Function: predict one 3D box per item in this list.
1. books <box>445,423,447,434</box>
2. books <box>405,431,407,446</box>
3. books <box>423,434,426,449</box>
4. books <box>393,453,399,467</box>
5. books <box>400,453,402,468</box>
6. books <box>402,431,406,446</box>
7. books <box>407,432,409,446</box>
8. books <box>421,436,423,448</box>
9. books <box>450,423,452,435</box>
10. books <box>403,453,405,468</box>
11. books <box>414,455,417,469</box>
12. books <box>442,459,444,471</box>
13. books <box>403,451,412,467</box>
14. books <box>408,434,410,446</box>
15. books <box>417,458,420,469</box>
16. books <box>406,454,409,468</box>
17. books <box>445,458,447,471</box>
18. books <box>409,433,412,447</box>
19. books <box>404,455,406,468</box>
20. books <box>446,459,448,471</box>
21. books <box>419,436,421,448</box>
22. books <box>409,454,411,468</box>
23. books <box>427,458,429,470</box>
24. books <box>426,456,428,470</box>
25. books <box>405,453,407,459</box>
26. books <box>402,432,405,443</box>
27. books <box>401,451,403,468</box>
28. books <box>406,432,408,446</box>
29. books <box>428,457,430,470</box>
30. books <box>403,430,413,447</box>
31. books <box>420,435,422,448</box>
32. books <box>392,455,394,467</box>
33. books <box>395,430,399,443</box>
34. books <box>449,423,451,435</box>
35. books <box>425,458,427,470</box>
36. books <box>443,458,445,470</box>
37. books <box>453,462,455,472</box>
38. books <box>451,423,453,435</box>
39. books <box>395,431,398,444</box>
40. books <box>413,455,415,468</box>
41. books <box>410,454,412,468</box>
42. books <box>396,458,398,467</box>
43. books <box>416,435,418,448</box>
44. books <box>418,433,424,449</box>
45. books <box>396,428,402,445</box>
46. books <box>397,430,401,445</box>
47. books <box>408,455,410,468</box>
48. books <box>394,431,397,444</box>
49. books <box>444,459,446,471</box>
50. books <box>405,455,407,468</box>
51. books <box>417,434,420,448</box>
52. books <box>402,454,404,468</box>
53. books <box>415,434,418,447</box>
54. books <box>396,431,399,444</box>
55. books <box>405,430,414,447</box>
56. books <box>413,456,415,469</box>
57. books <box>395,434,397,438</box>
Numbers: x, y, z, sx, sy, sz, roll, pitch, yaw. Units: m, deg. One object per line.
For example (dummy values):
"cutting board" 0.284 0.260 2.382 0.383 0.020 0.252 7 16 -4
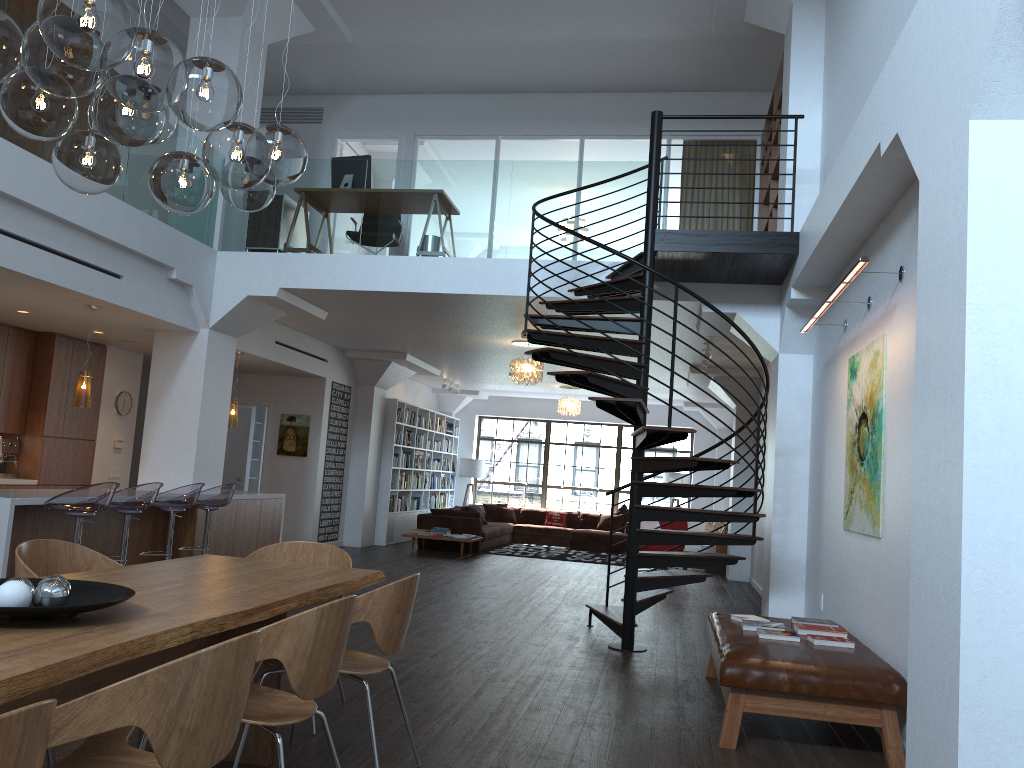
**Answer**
"books" -1.424 0.903 18.095 0.161 0.223 0.033 3 -6 10
"books" -1.929 0.943 15.415 0.180 0.259 0.042 3 -6 10
"books" -1.721 1.064 16.551 0.197 0.283 0.065 3 -6 10
"books" -1.994 1.293 15.025 0.140 0.231 0.042 3 -6 10
"books" -1.986 1.281 15.163 0.197 0.283 0.065 3 -6 10
"books" -1.939 0.936 15.329 0.183 0.253 0.042 3 -6 10
"books" -1.901 0.964 15.564 0.183 0.253 0.042 3 -6 10
"books" -1.737 1.071 16.412 0.174 0.239 0.045 3 -6 10
"books" -1.357 0.935 18.500 0.183 0.253 0.042 3 -6 10
"books" -1.949 1.322 15.345 0.170 0.245 0.057 3 -6 10
"books" -1.822 1.406 16.036 0.174 0.240 0.054 3 -6 10
"books" -1.473 1.639 18.012 0.174 0.240 0.054 3 -6 10
"books" -1.872 1.350 15.772 0.176 0.294 0.102 3 -6 10
"books" -1.882 0.984 15.595 0.161 0.223 0.032 3 -6 10
"books" -1.782 1.450 16.262 0.161 0.207 0.135 3 -6 10
"books" -1.909 1.341 15.538 0.182 0.253 0.034 3 -6 10
"books" -1.438 1.659 18.274 0.180 0.259 0.042 3 -6 10
"books" -1.872 0.984 15.671 0.174 0.240 0.054 3 -6 10
"books" -1.931 1.341 15.409 0.161 0.223 0.027 3 -6 10
"books" -1.417 1.672 18.357 0.183 0.253 0.042 3 -6 10
"books" -1.762 1.062 16.268 0.161 0.223 0.026 3 -6 10
"books" -1.890 1.357 15.676 0.182 0.253 0.034 3 -6 10
"books" -1.671 1.513 16.867 0.161 0.223 0.030 3 -6 10
"books" -1.687 1.490 16.800 0.174 0.251 0.051 3 -6 10
"books" -1.938 1.336 15.508 0.182 0.253 0.034 3 -6 10
"books" -1.956 0.935 15.240 0.174 0.236 0.142 3 -6 11
"books" -1.971 1.285 15.223 0.176 0.290 0.053 3 -6 10
"books" -1.911 0.959 15.491 0.171 0.246 0.039 3 -6 10
"books" -1.663 1.513 16.971 0.171 0.246 0.036 3 -6 10
"books" -1.869 0.974 15.788 0.198 0.284 0.049 3 -6 10
"books" -1.749 1.061 16.363 0.170 0.245 0.057 3 -6 10
"books" -2.045 1.277 14.741 0.136 0.196 0.045 3 -6 10
"books" -2.000 0.899 14.946 0.172 0.239 0.093 3 -6 10
"books" -1.372 0.925 18.415 0.183 0.253 0.042 3 -6 10
"books" -1.696 1.500 16.759 0.161 0.223 0.030 3 -6 10
"books" -1.463 1.645 18.124 0.183 0.253 0.042 3 -6 10
"books" -1.314 1.757 18.906 0.182 0.215 0.188 3 -6 10
"books" -1.344 0.945 18.586 0.183 0.253 0.042 3 -6 10
"books" -2.005 0.895 14.871 0.152 0.232 0.104 3 -6 10
"books" -1.845 1.391 15.966 0.160 0.251 0.031 3 -6 10
"books" -1.874 1.361 15.707 0.182 0.253 0.034 3 -6 10
"books" -1.990 1.321 14.960 0.106 0.162 0.032 3 -6 10
"books" -1.794 1.031 16.070 0.174 0.239 0.045 3 -6 10
"books" -1.727 1.054 16.491 0.176 0.290 0.053 3 -6 10
"books" -1.963 0.888 15.061 0.176 0.290 0.053 3 -6 10
"books" -1.987 0.903 14.984 0.174 0.242 0.105 3 -6 10
"books" -1.891 1.359 15.635 0.174 0.239 0.045 3 -6 10
"books" -2.015 0.898 14.842 0.161 0.218 0.101 3 -6 10
"books" -1.447 1.657 18.195 0.171 0.246 0.039 3 -6 10
"books" -1.931 1.344 15.469 0.167 0.230 0.037 3 -6 10
"books" -1.778 1.036 16.169 0.182 0.253 0.034 3 -6 10
"books" -1.954 1.319 15.294 0.174 0.239 0.045 3 -6 10
"books" -1.803 1.016 15.998 0.182 0.253 0.034 3 -6 10
"books" -1.997 0.897 14.902 0.172 0.235 0.112 3 -6 10
"books" -1.844 0.978 15.836 0.176 0.291 0.053 3 -6 10
"books" -1.831 1.409 15.993 0.161 0.223 0.032 3 -6 10
"books" -2.025 0.907 14.763 0.161 0.182 0.170 3 -6 10
